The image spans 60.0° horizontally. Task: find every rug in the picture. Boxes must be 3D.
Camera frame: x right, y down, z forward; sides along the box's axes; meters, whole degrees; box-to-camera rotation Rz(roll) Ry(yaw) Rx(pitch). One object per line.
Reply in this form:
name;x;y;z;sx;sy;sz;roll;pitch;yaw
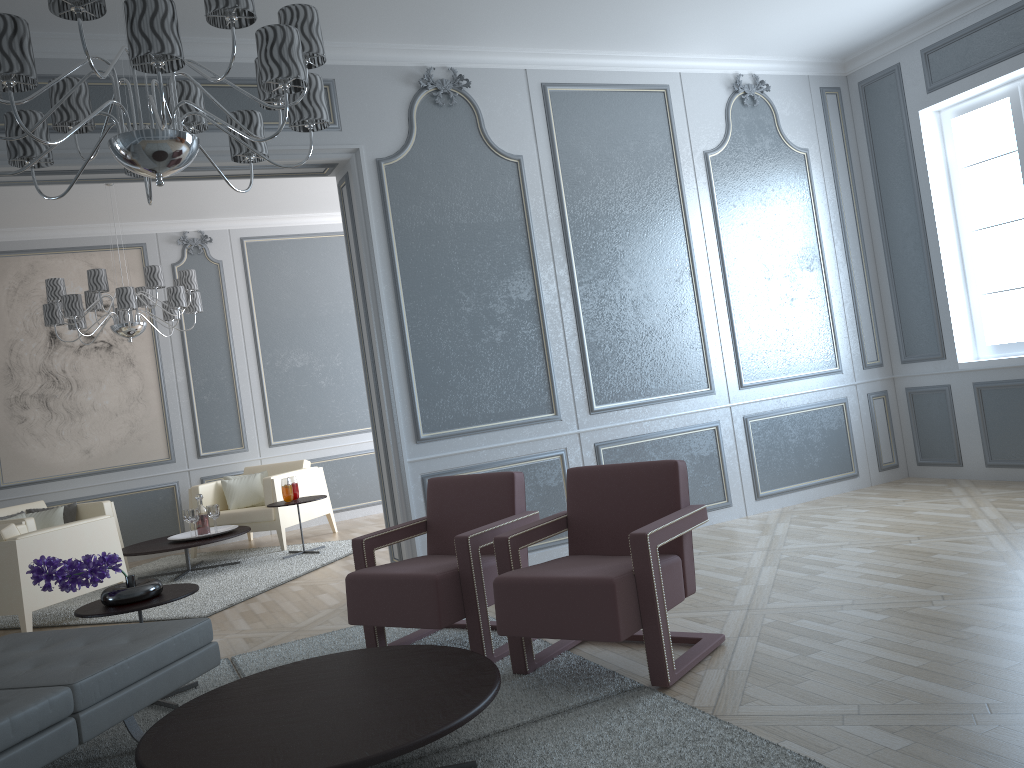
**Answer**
rug;-2.164;1.293;5.847;1.998;0.010;2.001;-8;0;20
rug;-0.511;1.032;2.216;2.020;0.010;3.200;-8;0;-25

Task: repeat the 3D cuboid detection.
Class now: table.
table;-1.308;0.955;3.162;0.414;0.385;0.413;-8;-1;-37
table;-0.449;0.907;2.207;0.882;0.239;0.882;-8;0;-7
table;-1.479;1.007;6.215;0.414;0.385;0.414;-9;-1;23
table;-2.250;1.192;6.145;0.883;0.239;0.881;-8;0;-27

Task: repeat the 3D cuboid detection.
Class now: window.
window;3.063;-0.945;4.702;0.349;1.582;1.598;-8;-1;-25

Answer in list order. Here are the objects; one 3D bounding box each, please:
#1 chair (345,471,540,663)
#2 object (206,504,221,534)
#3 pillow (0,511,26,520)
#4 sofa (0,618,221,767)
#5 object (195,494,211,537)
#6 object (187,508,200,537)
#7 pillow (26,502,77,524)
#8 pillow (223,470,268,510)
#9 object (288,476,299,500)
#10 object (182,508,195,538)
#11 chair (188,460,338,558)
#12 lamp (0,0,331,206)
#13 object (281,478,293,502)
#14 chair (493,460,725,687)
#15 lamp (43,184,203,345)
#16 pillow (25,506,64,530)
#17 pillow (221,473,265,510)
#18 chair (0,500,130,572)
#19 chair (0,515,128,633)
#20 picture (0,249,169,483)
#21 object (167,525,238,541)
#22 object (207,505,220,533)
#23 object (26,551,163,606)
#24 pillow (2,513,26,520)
chair;-0.264;0.687;3.333;0.575;0.620;0.607;-9;-1;35
object;-2.093;0.946;6.225;0.080;0.196;0.080;-7;-2;-42
pillow;-3.526;1.052;6.257;0.184;0.276;0.351;-9;-1;21
sofa;-1.607;0.848;1.838;0.809;0.668;2.205;-8;0;15
object;-2.157;0.908;6.161;0.086;0.290;0.086;-8;-1;-4
object;-2.174;0.957;6.072;0.080;0.196;0.080;-8;-1;-22
pillow;-3.373;1.031;6.484;0.351;0.276;0.184;-8;-1;-9
pillow;-2.104;0.850;7.078;0.351;0.276;0.184;-8;-1;-19
object;-1.554;0.740;6.293;0.075;0.166;0.075;-9;-1;24
object;-2.234;0.967;6.149;0.080;0.196;0.080;-7;-2;-42
chair;-1.975;0.964;6.969;0.854;0.621;0.737;-9;-1;20
lamp;-1.045;-1.092;2.430;0.977;1.120;0.975;-8;-1;-36
object;-1.574;0.742;6.209;0.075;0.166;0.075;-7;-1;-36
chair;0.283;0.605;2.904;0.575;0.620;0.607;-9;-1;35
lamp;-2.675;-0.834;6.035;0.977;1.120;0.975;-8;-1;-36
pillow;-3.394;1.033;6.399;0.312;0.245;0.163;-8;-1;-20
pillow;-2.109;0.850;6.990;0.312;0.245;0.163;-8;-1;-30
chair;-3.365;1.162;6.324;0.736;0.621;0.855;-9;-1;20
chair;-2.760;1.066;4.987;0.854;0.621;0.737;-9;-1;20
picture;-3.502;-0.179;7.100;1.200;1.752;0.001;-8;-1;-25
object;-2.138;1.041;6.146;0.468;0.028;0.468;-8;0;-12
object;-2.058;0.941;6.149;0.080;0.196;0.080;-7;-2;-42
object;-1.427;0.665;3.069;0.206;0.221;0.425;-9;-1;35
pillow;-3.463;1.042;6.196;0.163;0.245;0.312;-8;-1;10
